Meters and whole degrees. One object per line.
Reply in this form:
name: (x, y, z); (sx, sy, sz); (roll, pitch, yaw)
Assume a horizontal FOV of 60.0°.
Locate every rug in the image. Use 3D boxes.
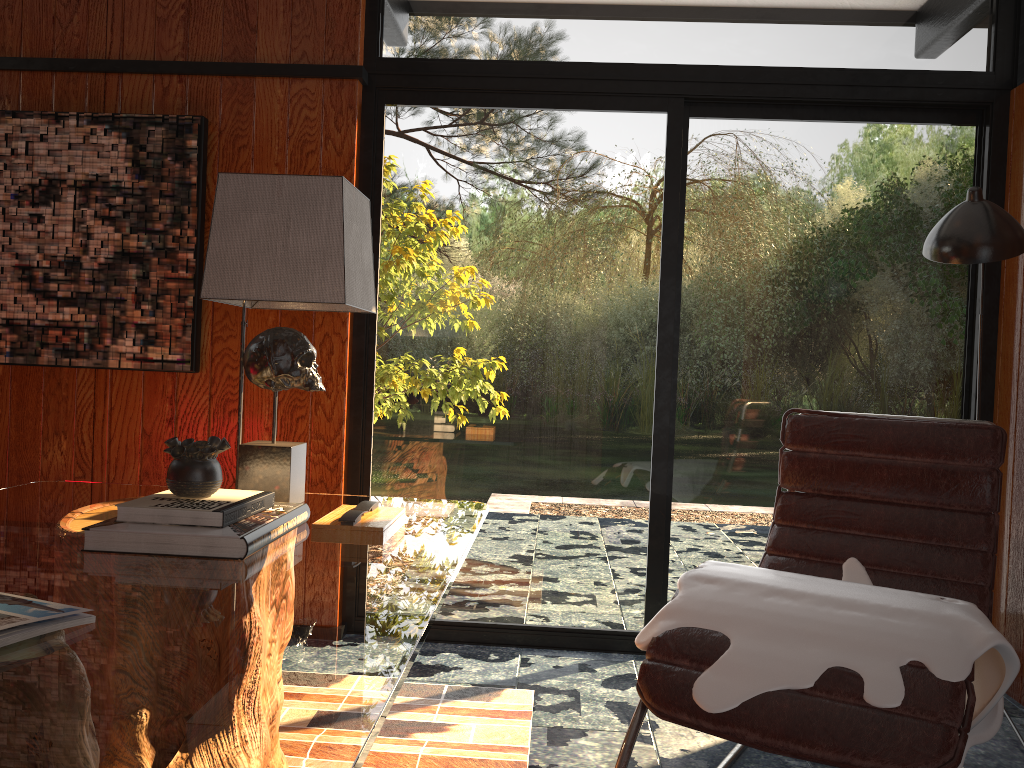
rug: (-1.191, 0.886, 1.527); (2.410, 0.042, 2.439); (2, 1, 3)

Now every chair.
chair: (0.750, 0.525, 2.019); (0.593, 0.886, 1.298); (3, 1, 31)

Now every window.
window: (0.573, -0.350, 3.077); (2.260, 2.580, 0.085); (2, 1, 3)

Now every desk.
desk: (-0.692, 0.602, 1.305); (1.150, 0.632, 1.900); (2, 1, 3)

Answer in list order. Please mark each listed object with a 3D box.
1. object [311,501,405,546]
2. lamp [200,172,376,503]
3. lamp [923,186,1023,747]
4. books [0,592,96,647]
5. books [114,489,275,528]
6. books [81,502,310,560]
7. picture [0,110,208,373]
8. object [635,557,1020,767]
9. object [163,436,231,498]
object: (-0.298, 0.269, 1.758); (0.135, 0.049, 0.238); (2, 1, 3)
lamp: (-0.505, -0.087, 2.044); (0.316, 0.732, 0.316); (2, 1, 3)
lamp: (1.241, 0.221, 2.573); (0.410, 1.514, 0.595); (3, 1, 12)
books: (-0.737, 0.267, 0.968); (0.300, 0.049, 0.422); (3, 1, 22)
books: (-0.586, 0.229, 1.667); (0.198, 0.029, 0.249); (3, 1, 5)
books: (-0.571, 0.265, 1.663); (0.286, 0.040, 0.366); (2, 1, 3)
picture: (-1.516, -0.492, 3.039); (0.916, 0.873, 0.061); (2, 1, 3)
object: (0.698, 0.660, 1.894); (0.897, 0.489, 0.713); (2, 1, -29)
object: (-0.597, 0.157, 1.676); (0.118, 0.114, 0.121); (2, 1, -3)
